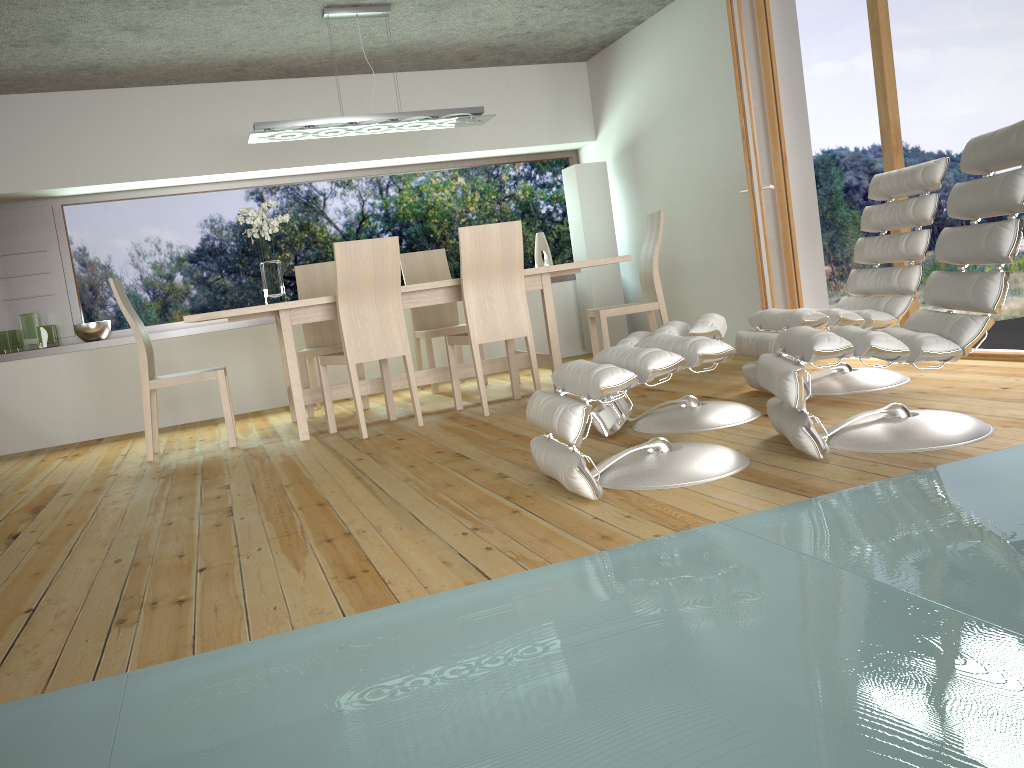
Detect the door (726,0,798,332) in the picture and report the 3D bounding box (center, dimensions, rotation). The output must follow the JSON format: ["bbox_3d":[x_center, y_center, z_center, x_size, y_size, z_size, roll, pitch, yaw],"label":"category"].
[{"bbox_3d":[1.461,-1.334,5.140,0.162,2.412,0.938,-6,6,26],"label":"door"}]

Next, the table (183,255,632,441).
[{"bbox_3d":[-0.605,-0.222,5.460,2.503,0.754,1.202,-10,6,-16],"label":"table"}]

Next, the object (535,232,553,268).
[{"bbox_3d":[0.264,-1.101,7.579,0.153,0.383,0.153,-10,5,-22],"label":"object"}]

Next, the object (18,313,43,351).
[{"bbox_3d":[-3.407,-0.369,6.279,0.099,0.258,0.099,-9,5,-14],"label":"object"}]

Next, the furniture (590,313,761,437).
[{"bbox_3d":[0.692,-0.055,3.804,0.685,0.438,0.571,-6,6,17],"label":"furniture"}]

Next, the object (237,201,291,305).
[{"bbox_3d":[-1.422,-0.768,5.187,0.305,0.606,0.302,-9,5,-15],"label":"object"}]

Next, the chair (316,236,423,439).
[{"bbox_3d":[-0.804,-0.253,4.821,0.405,1.014,0.506,-11,6,-30],"label":"chair"}]

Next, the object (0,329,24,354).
[{"bbox_3d":[-3.564,-0.299,6.291,0.111,0.160,0.112,-6,6,21],"label":"object"}]

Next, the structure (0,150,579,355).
[{"bbox_3d":[-1.548,-1.111,7.033,4.882,1.151,0.526,-10,6,-19],"label":"structure"}]

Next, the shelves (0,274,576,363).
[{"bbox_3d":[-1.464,-0.575,7.057,4.878,0.054,0.404,-10,7,-19],"label":"shelves"}]

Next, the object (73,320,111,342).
[{"bbox_3d":[-3.061,-0.380,6.484,0.247,0.136,0.248,-6,6,16],"label":"object"}]

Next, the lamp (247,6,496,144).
[{"bbox_3d":[-0.891,-1.907,5.383,1.492,0.717,0.290,-10,5,-19],"label":"lamp"}]

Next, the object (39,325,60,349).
[{"bbox_3d":[-3.364,-0.344,6.435,0.112,0.160,0.112,-12,6,-34],"label":"object"}]

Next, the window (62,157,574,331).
[{"bbox_3d":[-1.347,-1.203,7.327,4.193,0.976,0.012,-10,5,-19],"label":"window"}]

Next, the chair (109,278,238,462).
[{"bbox_3d":[-1.909,-0.122,5.046,0.507,1.014,0.405,-10,5,-16],"label":"chair"}]

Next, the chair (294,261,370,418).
[{"bbox_3d":[-1.247,-0.330,6.049,0.404,1.014,0.507,-9,5,-8],"label":"chair"}]

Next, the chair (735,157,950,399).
[{"bbox_3d":[1.526,-0.478,4.122,0.914,0.966,0.570,-9,5,-9],"label":"chair"}]

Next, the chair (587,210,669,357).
[{"bbox_3d":[0.774,-0.596,5.873,0.506,1.014,0.405,-9,5,-6],"label":"chair"}]

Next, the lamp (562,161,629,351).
[{"bbox_3d":[0.688,-1.040,7.281,0.280,1.496,0.280,-10,5,-19],"label":"lamp"}]

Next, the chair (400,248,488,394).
[{"bbox_3d":[-0.517,-0.479,6.449,0.405,1.014,0.506,-10,5,-20],"label":"chair"}]

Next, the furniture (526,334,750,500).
[{"bbox_3d":[0.425,0.079,2.960,0.686,0.438,0.570,-9,6,-12],"label":"furniture"}]

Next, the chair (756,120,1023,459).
[{"bbox_3d":[1.279,-0.310,2.960,0.913,0.966,0.571,-7,5,6],"label":"chair"}]

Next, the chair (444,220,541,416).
[{"bbox_3d":[-0.131,-0.367,4.991,0.405,1.014,0.507,-10,5,-19],"label":"chair"}]
